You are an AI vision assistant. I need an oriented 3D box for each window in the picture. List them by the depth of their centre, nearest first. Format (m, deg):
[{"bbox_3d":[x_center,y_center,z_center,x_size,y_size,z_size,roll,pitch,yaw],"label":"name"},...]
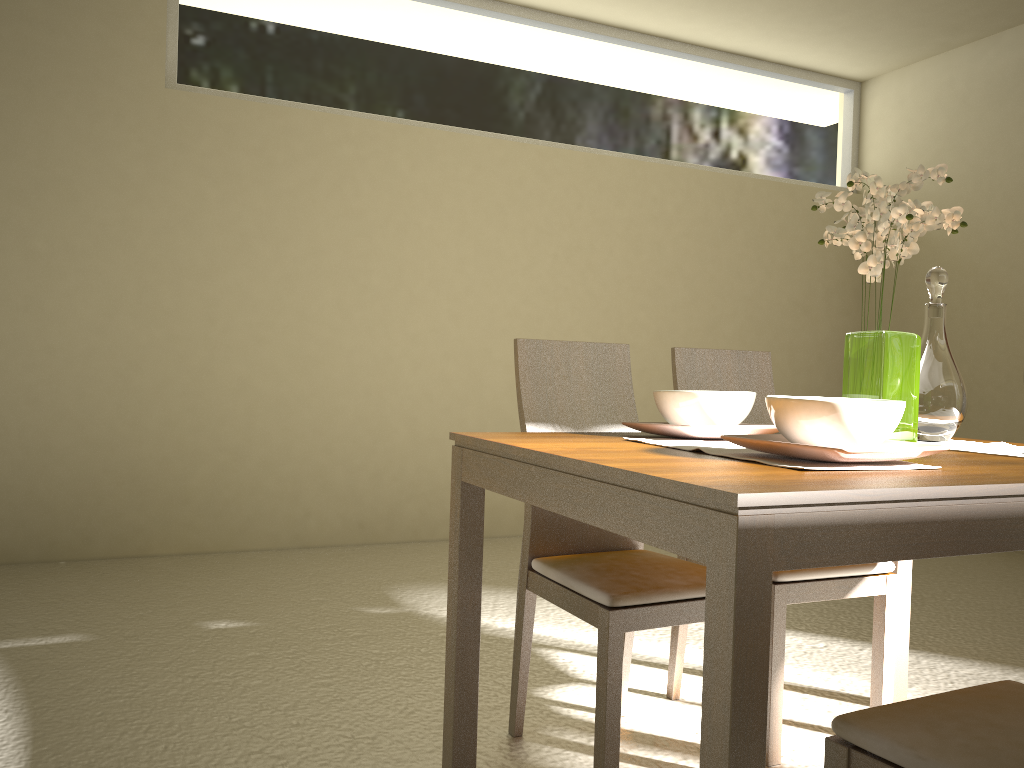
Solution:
[{"bbox_3d":[1.719,-0.546,2.510,4.466,3.000,6.429,1,1,-27],"label":"window"}]

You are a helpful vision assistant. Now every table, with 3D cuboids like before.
[{"bbox_3d":[0.696,0.533,1.853,1.411,0.790,1.000,1,1,-25],"label":"table"}]

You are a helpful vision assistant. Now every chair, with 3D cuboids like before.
[{"bbox_3d":[0.731,0.432,1.099,0.404,1.017,0.507,1,1,-27],"label":"chair"},{"bbox_3d":[0.264,0.401,2.163,0.404,1.017,0.507,1,1,-28],"label":"chair"},{"bbox_3d":[0.713,0.411,2.439,0.404,1.017,0.507,1,1,-24],"label":"chair"}]

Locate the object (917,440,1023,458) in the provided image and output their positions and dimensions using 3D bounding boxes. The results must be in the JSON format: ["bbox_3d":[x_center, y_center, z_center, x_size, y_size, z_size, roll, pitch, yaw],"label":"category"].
[{"bbox_3d":[1.049,0.141,2.058,0.287,0.010,0.589,1,1,-28],"label":"object"}]

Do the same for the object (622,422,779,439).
[{"bbox_3d":[0.442,0.106,2.045,0.283,0.041,0.283,1,1,-25],"label":"object"}]

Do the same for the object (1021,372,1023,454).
[{"bbox_3d":[1.103,0.032,1.841,0.075,0.232,0.075,2,1,24],"label":"object"}]

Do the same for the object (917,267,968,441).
[{"bbox_3d":[1.038,-0.075,2.182,0.156,0.426,0.156,2,1,16],"label":"object"}]

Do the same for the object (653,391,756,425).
[{"bbox_3d":[0.442,0.066,2.047,0.233,0.107,0.232,2,1,-14],"label":"object"}]

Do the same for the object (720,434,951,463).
[{"bbox_3d":[0.565,0.116,1.565,0.283,0.033,0.283,1,1,-31],"label":"object"}]

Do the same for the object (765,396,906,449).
[{"bbox_3d":[0.566,0.076,1.564,0.233,0.101,0.233,1,1,-36],"label":"object"}]

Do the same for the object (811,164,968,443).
[{"bbox_3d":[0.809,-0.163,1.916,0.302,0.608,0.304,2,1,-22],"label":"object"}]

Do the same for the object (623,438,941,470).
[{"bbox_3d":[0.482,0.128,1.714,0.287,0.010,0.589,2,1,-22],"label":"object"}]
